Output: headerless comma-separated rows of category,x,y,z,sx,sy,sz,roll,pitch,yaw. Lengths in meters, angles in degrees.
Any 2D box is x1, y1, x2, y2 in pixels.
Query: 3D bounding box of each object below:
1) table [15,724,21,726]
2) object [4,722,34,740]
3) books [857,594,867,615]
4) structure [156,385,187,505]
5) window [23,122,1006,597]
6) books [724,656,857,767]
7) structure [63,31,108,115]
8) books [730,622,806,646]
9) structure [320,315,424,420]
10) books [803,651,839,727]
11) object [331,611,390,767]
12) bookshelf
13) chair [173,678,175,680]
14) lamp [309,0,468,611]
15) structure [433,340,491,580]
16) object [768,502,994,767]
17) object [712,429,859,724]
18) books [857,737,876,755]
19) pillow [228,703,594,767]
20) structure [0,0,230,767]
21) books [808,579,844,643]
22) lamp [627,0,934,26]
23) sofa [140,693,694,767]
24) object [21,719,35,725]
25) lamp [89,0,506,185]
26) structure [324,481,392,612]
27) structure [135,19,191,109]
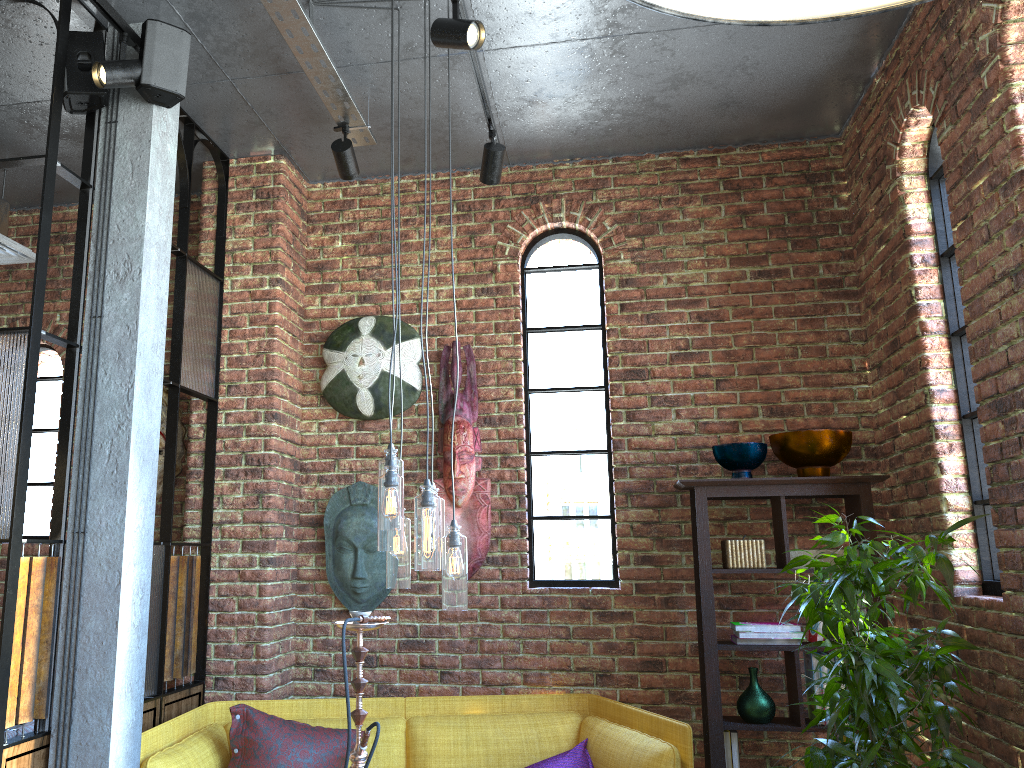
table,-1.829,1.693,3.356,0.762,0.731,0.735,-3,-12,8
object,-1.800,1.266,3.207,0.331,0.052,0.263,-3,-11,12
books,1.388,0.929,3.597,0.081,0.259,0.174,-3,-12,6
structure,-1.964,0.297,4.533,0.598,0.731,0.124,-3,-12,10
window,0.680,-0.320,1.739,3.311,2.442,8.806,5,-12,-27
books,1.141,1.376,3.547,0.595,0.578,0.187,-3,-12,8
structure,-1.558,-1.128,3.205,0.179,0.269,0.169,3,-13,-18
books,1.050,1.028,3.632,0.273,0.080,0.175,-2,-11,9
structure,-0.700,-0.085,4.362,0.540,0.524,0.144,-3,-12,10
books,1.250,1.223,3.559,0.086,0.274,0.169,-3,-12,6
object,-0.431,1.001,2.450,0.169,0.708,0.259,-1,-12,-2
bookshelf,1.141,1.230,3.571,0.829,1.677,0.310,-3,-12,10
chair,-1.739,1.705,3.947,0.455,0.926,0.525,-8,-14,29
lamp,-0.427,-0.351,2.920,0.523,2.131,0.275,-9,-14,32
structure,-0.247,0.369,4.231,0.216,1.153,0.236,7,-15,-35
object,1.134,1.140,2.716,0.712,1.537,0.870,2,-12,-13
object,1.152,1.084,3.586,0.614,1.771,0.323,-2,-12,4
books,1.403,1.514,3.472,0.086,0.274,0.186,-3,-12,6
pillow,-0.408,1.481,3.474,1.492,0.456,0.399,0,-12,-2
structure,-3.807,-0.079,0.969,5.968,3.344,5.882,1,-11,-8
books,1.287,0.935,3.625,0.126,0.259,0.159,-3,-12,7
lamp,0.250,-1.040,0.723,0.548,1.334,0.507,-7,-13,25
sofa,-0.390,1.670,3.394,1.977,0.767,0.793,1,-12,-6
object,-1.893,1.281,3.470,0.088,0.120,0.080,-11,-15,38
lamp,-3.410,-1.407,1.468,6.359,0.275,7.083,-2,-11,8
structure,-0.721,0.783,4.180,0.373,0.643,0.101,-4,-12,11
structure,-1.256,-1.141,3.147,0.158,0.269,0.192,9,-16,-41
